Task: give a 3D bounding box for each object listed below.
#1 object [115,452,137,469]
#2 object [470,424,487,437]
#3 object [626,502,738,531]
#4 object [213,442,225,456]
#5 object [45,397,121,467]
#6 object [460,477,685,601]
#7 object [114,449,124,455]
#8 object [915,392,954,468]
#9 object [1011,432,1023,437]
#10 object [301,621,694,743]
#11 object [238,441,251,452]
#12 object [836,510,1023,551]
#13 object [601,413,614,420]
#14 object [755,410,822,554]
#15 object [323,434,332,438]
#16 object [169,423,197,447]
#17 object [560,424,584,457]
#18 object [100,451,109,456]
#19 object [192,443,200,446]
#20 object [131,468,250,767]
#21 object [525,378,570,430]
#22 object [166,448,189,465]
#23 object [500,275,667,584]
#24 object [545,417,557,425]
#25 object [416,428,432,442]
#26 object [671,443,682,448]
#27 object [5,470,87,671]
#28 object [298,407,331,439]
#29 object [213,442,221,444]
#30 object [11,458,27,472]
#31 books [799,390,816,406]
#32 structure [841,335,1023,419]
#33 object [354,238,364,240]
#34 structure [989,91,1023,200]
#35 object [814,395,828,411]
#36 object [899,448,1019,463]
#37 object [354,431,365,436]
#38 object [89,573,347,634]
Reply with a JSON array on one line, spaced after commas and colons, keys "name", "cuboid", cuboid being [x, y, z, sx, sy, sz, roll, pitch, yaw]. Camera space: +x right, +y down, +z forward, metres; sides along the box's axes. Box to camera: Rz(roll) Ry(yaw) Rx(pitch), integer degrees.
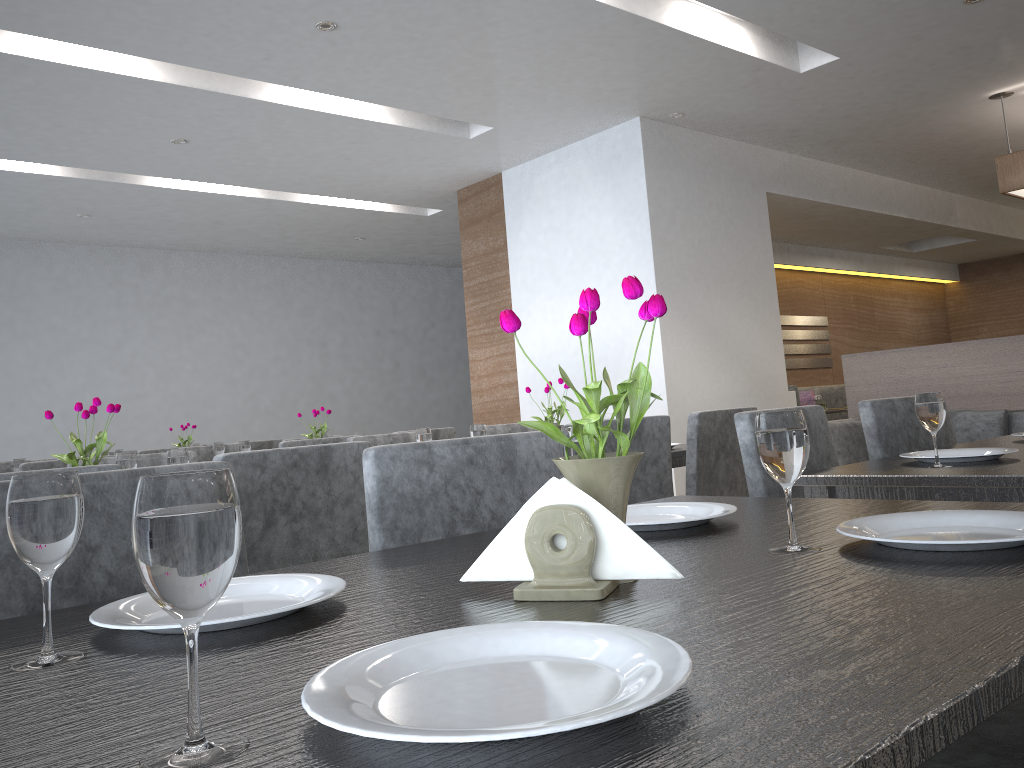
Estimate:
[{"name": "object", "cuboid": [-1.010, 0.250, 2.317, 0.053, 0.140, 0.053, -5, -6, 1]}, {"name": "object", "cuboid": [-0.100, 0.193, 2.695, 0.053, 0.140, 0.053, -5, -6, 1]}, {"name": "object", "cuboid": [0.188, 0.177, 1.168, 0.217, 0.015, 0.215, -3, -3, -41]}, {"name": "object", "cuboid": [-1.389, 0.348, 4.192, 0.053, 0.140, 0.053, -5, -6, 7]}, {"name": "object", "cuboid": [-1.010, 0.172, 2.097, 0.154, 0.279, 0.103, 1, -8, -43]}, {"name": "object", "cuboid": [0.045, 0.130, 0.770, 0.202, 0.101, 0.069, -5, -5, 19]}, {"name": "object", "cuboid": [-2.365, 0.466, 5.325, 0.053, 0.140, 0.053, -5, -6, 7]}, {"name": "object", "cuboid": [0.791, 0.086, 1.660, 0.053, 0.140, 0.053, -5, -6, 7]}, {"name": "object", "cuboid": [1.340, 0.124, 2.156, 0.217, 0.015, 0.215, -3, -3, -41]}, {"name": "object", "cuboid": [-0.007, 0.167, 0.498, 0.217, 0.015, 0.215, -3, -3, -41]}, {"name": "object", "cuboid": [-1.200, 0.325, 3.973, 0.053, 0.140, 0.053, -5, -6, 7]}, {"name": "object", "cuboid": [0.437, 0.147, 0.879, 0.217, 0.015, 0.215, -3, -3, -41]}, {"name": "object", "cuboid": [0.342, 0.175, 3.140, 0.053, 0.140, 0.053, -5, -6, 7]}, {"name": "object", "cuboid": [0.278, 0.097, 0.895, 0.053, 0.140, 0.053, -5, -6, 7]}, {"name": "object", "cuboid": [-0.950, 0.328, 4.567, 0.053, 0.140, 0.053, -5, -6, 7]}, {"name": "object", "cuboid": [-2.113, 0.391, 5.705, 0.154, 0.279, 0.103, 1, -8, -43]}, {"name": "object", "cuboid": [0.086, 0.118, 1.044, 0.053, 0.140, 0.053, -5, -6, 1]}, {"name": "object", "cuboid": [-2.554, 0.488, 5.545, 0.053, 0.140, 0.053, -5, -6, 7]}, {"name": "object", "cuboid": [-2.115, 0.468, 5.920, 0.053, 0.140, 0.053, -5, -6, 7]}, {"name": "object", "cuboid": [-0.163, 0.115, 0.449, 0.053, 0.140, 0.053, -5, -6, 7]}, {"name": "object", "cuboid": [0.143, 0.119, 3.085, 0.154, 0.279, 0.103, 1, -8, -43]}, {"name": "object", "cuboid": [-0.818, 0.229, 2.168, 0.053, 0.140, 0.053, -5, -6, 1]}, {"name": "object", "cuboid": [0.084, 0.040, 0.826, 0.154, 0.279, 0.103, 1, -8, -43]}, {"name": "object", "cuboid": [0.150, 0.196, 3.289, 0.053, 0.140, 0.053, -5, -6, 7]}, {"name": "object", "cuboid": [-0.288, 0.216, 2.914, 0.053, 0.140, 0.053, -5, -6, 7]}, {"name": "object", "cuboid": [0.495, 0.226, 3.137, 0.217, 0.015, 0.215, -3, -3, -41]}, {"name": "object", "cuboid": [-0.352, 0.138, 0.668, 0.053, 0.140, 0.053, -5, -6, 1]}, {"name": "object", "cuboid": [-0.963, 0.252, 4.368, 0.154, 0.279, 0.103, 1, -8, -43]}, {"name": "object", "cuboid": [-1.924, 0.448, 5.771, 0.053, 0.140, 0.053, -5, -6, 7]}, {"name": "object", "cuboid": [-1.923, 0.362, 3.451, 0.053, 0.140, 0.053, -5, -6, 7]}, {"name": "books", "cuboid": [2.214, 0.140, 6.778, 0.143, 0.166, 0.156, -3, -5, -21]}, {"name": "structure", "cuboid": [3.339, 0.176, 3.966, 0.224, 1.015, 3.748, 1, -5, -41]}, {"name": "object", "cuboid": [-1.391, -1.320, 8.042, 0.089, 0.007, 0.088, -5, -2, 4]}, {"name": "structure", "cuboid": [4.626, -1.593, 5.242, 2.447, 0.623, 2.426, -2, -3, -41]}, {"name": "object", "cuboid": [2.328, 0.141, 6.655, 0.094, 0.126, 0.107, -5, -5, 2]}, {"name": "object", "cuboid": [0.896, 0.144, 1.775, 0.217, 0.015, 0.215, -3, -3, -41]}, {"name": "object", "cuboid": [-0.759, 0.308, 4.418, 0.053, 0.140, 0.053, -5, -6, 7]}, {"name": "object", "cuboid": [-0.257, 0.197, 0.787, 0.217, 0.015, 0.215, -3, -3, -41]}]
